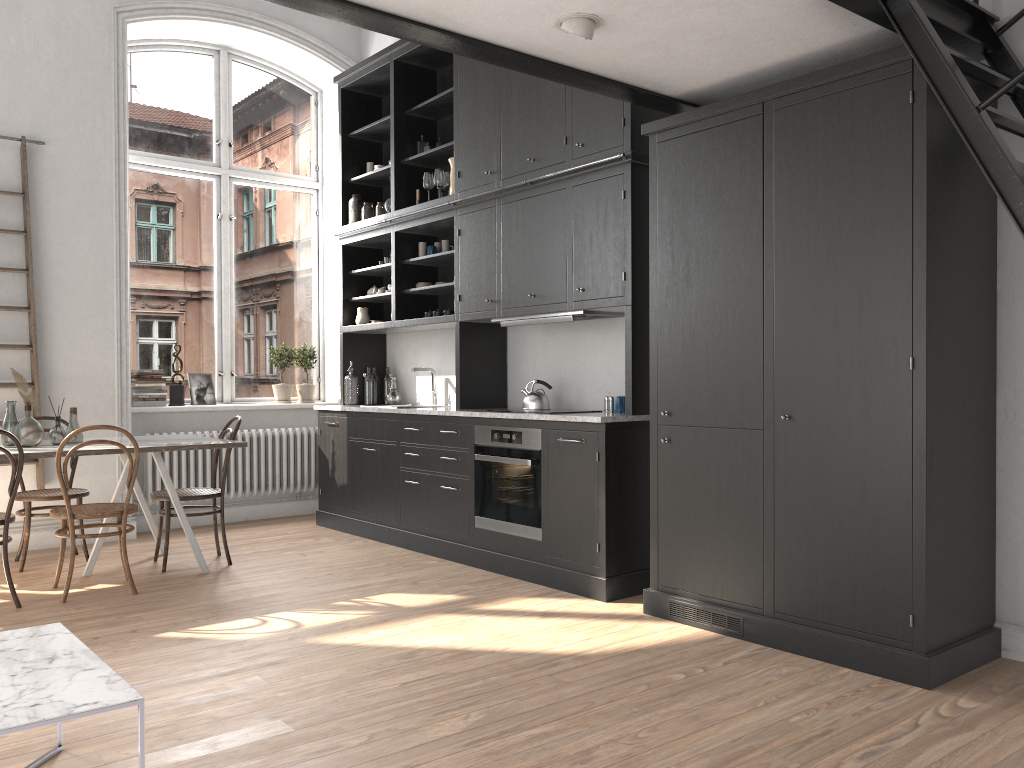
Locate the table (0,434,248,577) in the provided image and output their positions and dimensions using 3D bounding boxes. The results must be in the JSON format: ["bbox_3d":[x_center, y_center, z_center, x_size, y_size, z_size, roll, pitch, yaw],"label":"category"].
[{"bbox_3d":[-2.768,0.742,5.003,2.200,0.780,1.100,-1,0,-39],"label":"table"}]

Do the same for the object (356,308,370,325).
[{"bbox_3d":[-1.186,-0.534,7.080,0.115,0.144,0.127,0,1,30],"label":"object"}]

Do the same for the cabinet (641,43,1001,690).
[{"bbox_3d":[1.312,-0.071,3.949,0.633,2.372,1.401,-1,1,-39],"label":"cabinet"}]

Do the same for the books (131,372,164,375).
[{"bbox_3d":[-2.819,-0.078,6.851,0.205,0.020,0.155,0,0,-39],"label":"books"}]

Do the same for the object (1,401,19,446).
[{"bbox_3d":[-2.864,0.225,5.071,0.100,0.255,0.098,0,1,28],"label":"object"}]

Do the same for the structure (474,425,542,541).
[{"bbox_3d":[0.181,0.559,5.342,0.618,0.623,0.622,-1,1,-39],"label":"structure"}]

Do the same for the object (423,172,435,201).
[{"bbox_3d":[-0.587,-1.373,6.245,0.083,0.221,0.083,0,1,-8],"label":"object"}]

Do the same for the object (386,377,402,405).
[{"bbox_3d":[-0.941,0.054,7.059,0.132,0.219,0.120,-1,1,-39],"label":"object"}]

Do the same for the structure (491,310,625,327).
[{"bbox_3d":[0.278,-0.420,5.422,0.379,0.123,0.843,0,0,-39],"label":"structure"}]

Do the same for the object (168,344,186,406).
[{"bbox_3d":[-2.644,-0.072,6.999,0.122,0.488,0.102,0,1,-15],"label":"object"}]

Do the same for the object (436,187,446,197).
[{"bbox_3d":[-0.496,-1.374,6.297,0.083,0.221,0.083,0,1,43],"label":"object"}]

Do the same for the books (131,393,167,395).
[{"bbox_3d":[-2.822,0.077,6.853,0.255,0.014,0.192,0,0,-36],"label":"books"}]

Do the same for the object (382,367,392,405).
[{"bbox_3d":[-1.005,0.015,7.170,0.086,0.301,0.086,0,1,7],"label":"object"}]

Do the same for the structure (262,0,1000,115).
[{"bbox_3d":[0.130,-1.924,1.171,5.926,1.213,4.158,0,0,-39],"label":"structure"}]

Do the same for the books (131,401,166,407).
[{"bbox_3d":[-2.822,0.152,6.835,0.248,0.043,0.192,0,0,-39],"label":"books"}]

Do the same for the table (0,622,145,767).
[{"bbox_3d":[-1.460,0.936,2.151,0.849,0.392,0.849,-1,0,-39],"label":"table"}]

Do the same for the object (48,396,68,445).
[{"bbox_3d":[-2.636,0.210,5.149,0.107,0.283,0.107,-1,1,-44],"label":"object"}]

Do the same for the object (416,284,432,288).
[{"bbox_3d":[-3.183,0.212,5.213,5.827,1.842,0.792,0,1,-34],"label":"object"}]

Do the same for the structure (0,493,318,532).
[{"bbox_3d":[-3.602,-1.102,5.911,5.181,4.474,0.340,-1,1,-39],"label":"structure"}]

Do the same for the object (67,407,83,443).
[{"bbox_3d":[-2.606,0.244,5.272,0.101,0.212,0.101,0,1,0],"label":"object"}]

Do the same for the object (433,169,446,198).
[{"bbox_3d":[-0.502,-1.374,6.145,0.083,0.221,0.083,0,1,7],"label":"object"}]

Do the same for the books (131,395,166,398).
[{"bbox_3d":[-2.820,0.096,6.835,0.249,0.023,0.175,0,0,-38],"label":"books"}]

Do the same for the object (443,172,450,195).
[{"bbox_3d":[-0.444,-1.374,6.233,0.083,0.221,0.083,-1,1,-40],"label":"object"}]

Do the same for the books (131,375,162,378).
[{"bbox_3d":[-2.829,-0.056,6.843,0.231,0.023,0.162,0,0,-23],"label":"books"}]

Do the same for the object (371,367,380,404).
[{"bbox_3d":[-1.121,0.015,7.212,0.086,0.301,0.086,-1,1,-25],"label":"object"}]

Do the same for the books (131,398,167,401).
[{"bbox_3d":[-2.820,0.119,6.835,0.249,0.023,0.175,0,0,-43],"label":"books"}]

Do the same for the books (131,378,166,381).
[{"bbox_3d":[-2.822,-0.035,6.848,0.243,0.019,0.174,0,0,-39],"label":"books"}]

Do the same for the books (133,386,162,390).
[{"bbox_3d":[-2.818,0.031,6.852,0.205,0.022,0.155,0,0,-25],"label":"books"}]

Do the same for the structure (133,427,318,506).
[{"bbox_3d":[-2.207,0.641,7.150,1.577,0.552,0.194,-1,1,-39],"label":"structure"}]

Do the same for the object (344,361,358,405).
[{"bbox_3d":[-1.279,-0.010,7.066,0.109,0.349,0.109,0,1,32],"label":"object"}]

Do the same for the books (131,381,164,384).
[{"bbox_3d":[-2.818,-0.014,6.851,0.205,0.022,0.155,0,0,-44],"label":"books"}]

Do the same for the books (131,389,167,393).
[{"bbox_3d":[-2.824,0.056,6.853,0.245,0.028,0.193,0,0,-44],"label":"books"}]

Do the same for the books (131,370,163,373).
[{"bbox_3d":[-2.829,-0.099,6.855,0.159,0.024,0.201,0,0,41],"label":"books"}]

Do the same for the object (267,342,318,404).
[{"bbox_3d":[-1.881,-0.096,7.621,0.234,0.524,0.500,0,1,40],"label":"object"}]

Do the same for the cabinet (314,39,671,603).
[{"bbox_3d":[-0.316,-0.674,5.945,0.635,3.583,3.250,-1,1,-39],"label":"cabinet"}]

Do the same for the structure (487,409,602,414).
[{"bbox_3d":[0.183,0.164,5.343,0.427,0.011,0.592,0,0,-39],"label":"structure"}]

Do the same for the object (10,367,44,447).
[{"bbox_3d":[-2.718,0.129,4.981,0.157,0.446,0.157,-1,1,-21],"label":"object"}]

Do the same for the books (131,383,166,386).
[{"bbox_3d":[-2.819,0.008,6.858,0.222,0.024,0.158,0,0,-39],"label":"books"}]

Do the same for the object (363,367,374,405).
[{"bbox_3d":[-1.146,0.016,7.090,0.086,0.301,0.086,0,1,37],"label":"object"}]
